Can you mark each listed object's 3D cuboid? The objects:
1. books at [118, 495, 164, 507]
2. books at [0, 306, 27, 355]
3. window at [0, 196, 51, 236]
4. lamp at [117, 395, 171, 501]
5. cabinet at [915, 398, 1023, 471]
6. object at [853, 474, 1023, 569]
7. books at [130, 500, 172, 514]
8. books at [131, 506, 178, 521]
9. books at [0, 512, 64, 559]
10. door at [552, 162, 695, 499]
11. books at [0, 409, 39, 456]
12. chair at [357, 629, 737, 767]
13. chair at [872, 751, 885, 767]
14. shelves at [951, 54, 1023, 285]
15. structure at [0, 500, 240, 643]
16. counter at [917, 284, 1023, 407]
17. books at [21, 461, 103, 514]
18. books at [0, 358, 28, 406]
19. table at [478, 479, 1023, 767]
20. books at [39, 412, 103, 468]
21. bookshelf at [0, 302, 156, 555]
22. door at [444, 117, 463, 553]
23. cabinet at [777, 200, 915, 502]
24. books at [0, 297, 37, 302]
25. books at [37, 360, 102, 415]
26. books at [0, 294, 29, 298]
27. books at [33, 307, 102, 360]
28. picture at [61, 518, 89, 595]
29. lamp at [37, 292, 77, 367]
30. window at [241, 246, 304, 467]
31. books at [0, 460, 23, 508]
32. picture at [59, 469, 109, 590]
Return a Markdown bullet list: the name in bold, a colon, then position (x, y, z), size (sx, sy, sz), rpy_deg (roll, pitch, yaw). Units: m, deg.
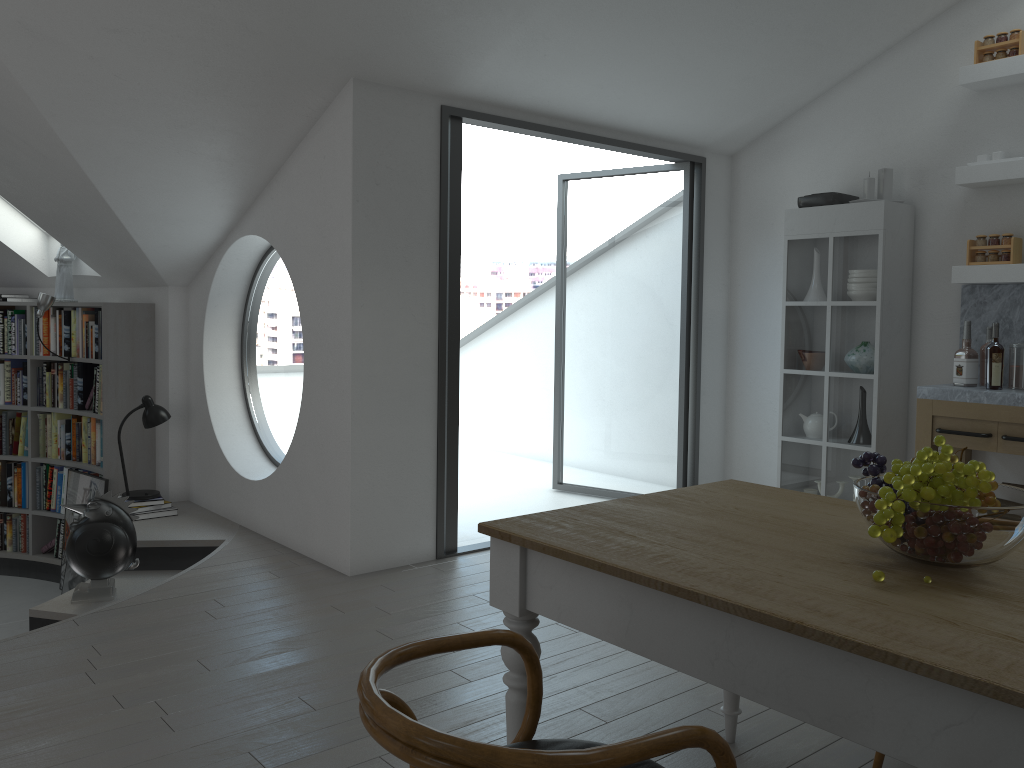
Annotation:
- **books**: position (-2.404, 0.746, 5.713), size (0.269, 0.031, 0.286), rpy_deg (-2, 5, -30)
- **books**: position (-4.016, -0.413, 6.723), size (0.969, 0.367, 0.306), rpy_deg (1, 3, 4)
- **window**: position (-4.822, -1.385, 5.595), size (4.057, 0.712, 1.934), rpy_deg (-3, 5, -40)
- **lamp**: position (-2.367, 0.403, 5.715), size (0.322, 0.659, 0.234), rpy_deg (-1, 3, -24)
- **cabinet**: position (4.558, 0.785, 2.586), size (1.004, 1.020, 6.436), rpy_deg (-2, 5, -40)
- **object**: position (0.906, 0.300, 1.862), size (0.360, 0.159, 0.360), rpy_deg (3, 5, 31)
- **books**: position (-2.404, 0.779, 5.714), size (0.305, 0.034, 0.286), rpy_deg (4, 6, 40)
- **books**: position (-2.405, 0.815, 5.716), size (0.366, 0.042, 0.388), rpy_deg (-3, 6, -40)
- **books**: position (-3.780, 1.109, 6.717), size (1.497, 0.311, 0.360), rpy_deg (2, 4, 12)
- **door**: position (0.772, -0.354, 6.339), size (1.052, 2.343, 0.080), rpy_deg (3, 3, 35)
- **books**: position (-3.961, 0.357, 6.741), size (0.974, 0.352, 0.252), rpy_deg (1, 3, 3)
- **chair**: position (0.048, 0.828, 1.487), size (0.621, 0.734, 0.528), rpy_deg (-2, 4, -36)
- **chair**: position (1.396, 0.768, 2.535), size (0.621, 0.734, 0.528), rpy_deg (-2, 4, -40)
- **shelves**: position (4.493, -0.873, 3.002), size (5.555, 1.360, 0.480), rpy_deg (5, 5, 45)
- **structure**: position (-3.979, 1.241, 4.649), size (4.709, 0.692, 4.717), rpy_deg (1, 4, 5)
- **counter**: position (4.634, -0.029, 2.506), size (0.962, 0.619, 6.583), rpy_deg (-2, 5, -40)
- **books**: position (-3.143, 0.772, 6.486), size (1.184, 0.358, 0.304), rpy_deg (3, 4, 31)
- **books**: position (-3.758, -0.022, 6.740), size (0.553, 0.350, 0.256), rpy_deg (1, 3, 7)
- **table**: position (1.368, 0.832, 1.224), size (1.019, 0.798, 3.353), rpy_deg (-2, 5, -40)
- **books**: position (-3.072, 0.395, 6.442), size (1.021, 0.347, 0.276), rpy_deg (4, 4, 35)
- **bookshelf**: position (-4.847, 0.383, 5.674), size (4.335, 1.878, 2.111), rpy_deg (-3, 5, -40)
- **door**: position (-0.648, -0.287, 5.196), size (0.080, 2.343, 1.052), rpy_deg (-1, 4, -40)
- **cabinet**: position (2.011, -0.071, 5.390), size (0.361, 1.987, 0.642), rpy_deg (-1, 4, -40)
- **books**: position (-3.874, -0.642, 6.762), size (0.336, 0.036, 0.317), rpy_deg (2, 4, 13)
- **books**: position (-3.075, 0.011, 6.423), size (1.053, 0.358, 0.279), rpy_deg (4, 4, 36)
- **books**: position (-3.874, -0.670, 6.760), size (0.247, 0.027, 0.233), rpy_deg (3, 5, 23)
- **books**: position (-3.078, -0.373, 6.413), size (1.014, 0.362, 0.293), rpy_deg (3, 4, 33)
- **picture**: position (-2.904, 1.229, 6.008), size (0.490, 0.554, 0.107), rpy_deg (4, 4, 41)
- **lamp**: position (-3.184, -0.377, 6.219), size (0.112, 0.524, 0.275), rpy_deg (3, 4, 41)
- **window**: position (-1.345, -0.178, 5.519), size (0.104, 1.468, 1.472), rpy_deg (-1, 4, -40)
- **books**: position (-4.051, 0.736, 6.774), size (0.872, 0.350, 0.272), rpy_deg (1, 3, 2)
- **picture**: position (-2.982, 1.056, 6.167), size (0.579, 0.862, 0.090), rpy_deg (4, 4, 40)
